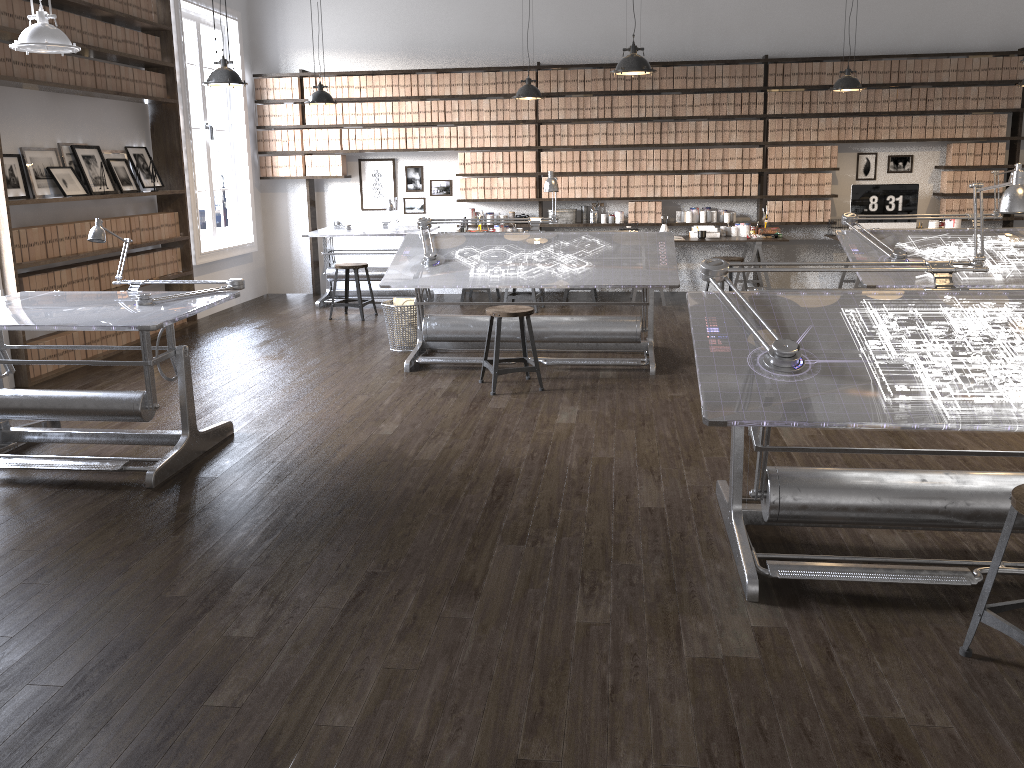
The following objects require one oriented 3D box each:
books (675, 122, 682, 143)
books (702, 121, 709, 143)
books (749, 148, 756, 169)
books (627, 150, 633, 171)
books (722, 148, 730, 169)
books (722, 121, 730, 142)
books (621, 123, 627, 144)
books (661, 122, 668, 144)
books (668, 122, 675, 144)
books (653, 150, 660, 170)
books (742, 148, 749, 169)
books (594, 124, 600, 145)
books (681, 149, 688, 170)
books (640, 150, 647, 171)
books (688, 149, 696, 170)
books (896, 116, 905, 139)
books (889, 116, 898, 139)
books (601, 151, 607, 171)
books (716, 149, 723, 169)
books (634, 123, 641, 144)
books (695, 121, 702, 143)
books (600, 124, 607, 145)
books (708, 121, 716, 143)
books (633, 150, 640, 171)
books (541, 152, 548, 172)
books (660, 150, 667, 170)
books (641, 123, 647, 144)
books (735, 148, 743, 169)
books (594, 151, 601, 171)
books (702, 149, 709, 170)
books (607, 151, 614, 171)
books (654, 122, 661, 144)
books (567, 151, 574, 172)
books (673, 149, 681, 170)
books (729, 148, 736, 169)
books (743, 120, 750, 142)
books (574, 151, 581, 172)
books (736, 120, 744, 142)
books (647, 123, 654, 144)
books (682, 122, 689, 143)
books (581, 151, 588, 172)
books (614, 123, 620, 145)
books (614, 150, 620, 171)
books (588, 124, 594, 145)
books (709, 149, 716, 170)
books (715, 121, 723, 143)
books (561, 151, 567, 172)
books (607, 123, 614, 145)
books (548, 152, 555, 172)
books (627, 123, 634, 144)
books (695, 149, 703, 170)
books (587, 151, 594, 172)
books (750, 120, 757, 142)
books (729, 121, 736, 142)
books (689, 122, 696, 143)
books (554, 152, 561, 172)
[{"bbox_3d":[1.740,-2.626,9.275,0.067,0.223,0.176,0,12,7],"label":"books"},{"bbox_3d":[2.006,-2.622,9.240,0.067,0.223,0.176,0,12,7],"label":"books"},{"bbox_3d":[2.499,-2.347,9.238,0.067,0.223,0.176,0,12,7],"label":"books"},{"bbox_3d":[1.248,-2.362,9.384,0.067,0.223,0.176,0,12,7],"label":"books"},{"bbox_3d":[2.232,-2.350,9.268,0.067,0.223,0.176,0,12,7],"label":"books"},{"bbox_3d":[2.217,-2.620,9.218,0.067,0.223,0.176,0,12,7],"label":"books"},{"bbox_3d":[1.180,-2.632,9.341,0.067,0.223,0.176,0,12,7],"label":"books"},{"bbox_3d":[1.599,-2.628,9.293,0.067,0.223,0.176,0,12,7],"label":"books"},{"bbox_3d":[1.669,-2.626,9.280,0.067,0.223,0.176,0,12,7],"label":"books"},{"bbox_3d":[1.529,-2.358,9.349,0.067,0.223,0.176,0,12,7],"label":"books"},{"bbox_3d":[2.430,-2.347,9.244,0.067,0.223,0.176,0,12,7],"label":"books"},{"bbox_3d":[0.899,-2.636,9.375,0.067,0.223,0.176,0,12,7],"label":"books"},{"bbox_3d":[1.812,-2.354,9.315,0.067,0.223,0.176,0,12,7],"label":"books"},{"bbox_3d":[1.388,-2.361,9.373,0.067,0.223,0.176,0,12,7],"label":"books"},{"bbox_3d":[1.887,-2.355,9.312,0.067,0.223,0.176,0,12,7],"label":"books"},{"bbox_3d":[3.928,-2.603,9.009,0.067,0.223,0.176,0,12,7],"label":"books"},{"bbox_3d":[3.858,-2.603,9.014,0.067,0.223,0.176,0,12,7],"label":"books"},{"bbox_3d":[0.982,-2.366,9.421,0.067,0.223,0.176,0,12,7],"label":"books"},{"bbox_3d":[2.165,-2.350,9.271,0.067,0.223,0.176,0,12,7],"label":"books"},{"bbox_3d":[1.323,-2.630,9.320,0.067,0.223,0.176,0,12,7],"label":"books"},{"bbox_3d":[1.944,-2.623,9.249,0.067,0.223,0.176,0,12,7],"label":"books"},{"bbox_3d":[0.971,-2.635,9.364,0.067,0.223,0.176,0,12,7],"label":"books"},{"bbox_3d":[2.078,-2.620,9.229,0.067,0.223,0.176,0,12,7],"label":"books"},{"bbox_3d":[1.319,-2.362,9.379,0.067,0.223,0.176,0,12,7],"label":"books"},{"bbox_3d":[0.350,-2.374,9.495,0.067,0.223,0.176,0,12,7],"label":"books"},{"bbox_3d":[1.600,-2.357,9.340,0.067,0.223,0.176,0,12,7],"label":"books"},{"bbox_3d":[1.386,-2.630,9.316,0.067,0.223,0.176,0,12,7],"label":"books"},{"bbox_3d":[2.360,-2.347,9.249,0.067,0.223,0.176,0,12,7],"label":"books"},{"bbox_3d":[0.911,-2.367,9.430,0.067,0.223,0.176,0,12,7],"label":"books"},{"bbox_3d":[2.028,-2.353,9.294,0.067,0.223,0.176,0,12,7],"label":"books"},{"bbox_3d":[1.048,-2.364,9.407,0.067,0.223,0.176,0,12,7],"label":"books"},{"bbox_3d":[1.524,-2.627,9.296,0.067,0.223,0.176,0,12,7],"label":"books"},{"bbox_3d":[0.622,-2.371,9.466,0.067,0.223,0.176,0,12,7],"label":"books"},{"bbox_3d":[1.739,-2.357,9.330,0.067,0.223,0.176,0,12,7],"label":"books"},{"bbox_3d":[2.294,-2.349,9.259,0.067,0.223,0.176,0,12,7],"label":"books"},{"bbox_3d":[2.424,-2.615,9.186,0.067,0.223,0.176,0,12,7],"label":"books"},{"bbox_3d":[0.695,-2.369,9.451,0.067,0.223,0.176,0,12,7],"label":"books"},{"bbox_3d":[2.358,-2.616,9.194,0.067,0.223,0.176,0,12,7],"label":"books"},{"bbox_3d":[1.451,-2.630,9.311,0.067,0.223,0.176,0,12,7],"label":"books"},{"bbox_3d":[1.811,-2.625,9.267,0.067,0.223,0.176,0,12,7],"label":"books"},{"bbox_3d":[0.770,-2.369,9.448,0.067,0.223,0.176,0,12,7],"label":"books"},{"bbox_3d":[1.111,-2.634,9.353,0.067,0.223,0.176,0,12,7],"label":"books"},{"bbox_3d":[1.115,-2.364,9.404,0.067,0.223,0.176,0,12,7],"label":"books"},{"bbox_3d":[0.837,-2.637,9.384,0.067,0.223,0.176,0,12,7],"label":"books"},{"bbox_3d":[2.099,-2.352,9.285,0.067,0.223,0.176,0,12,7],"label":"books"},{"bbox_3d":[2.148,-2.620,9.225,0.067,0.223,0.176,0,12,7],"label":"books"},{"bbox_3d":[0.557,-2.372,9.471,0.067,0.223,0.176,0,12,7],"label":"books"},{"bbox_3d":[1.041,-2.635,9.359,0.067,0.223,0.176,0,12,7],"label":"books"},{"bbox_3d":[0.422,-2.372,9.483,0.067,0.223,0.176,0,12,7],"label":"books"},{"bbox_3d":[1.251,-2.631,9.329,0.067,0.223,0.176,0,12,7],"label":"books"},{"bbox_3d":[1.957,-2.353,9.298,0.067,0.223,0.176,0,12,7],"label":"books"},{"bbox_3d":[0.840,-2.367,9.434,0.067,0.223,0.176,0,12,7],"label":"books"},{"bbox_3d":[2.487,-2.616,9.182,0.067,0.223,0.176,0,12,7],"label":"books"},{"bbox_3d":[2.286,-2.618,9.206,0.067,0.223,0.176,0,12,7],"label":"books"},{"bbox_3d":[1.877,-2.622,9.253,0.067,0.223,0.176,0,12,7],"label":"books"},{"bbox_3d":[0.494,-2.371,9.474,0.067,0.223,0.176,0,12,7],"label":"books"}]
